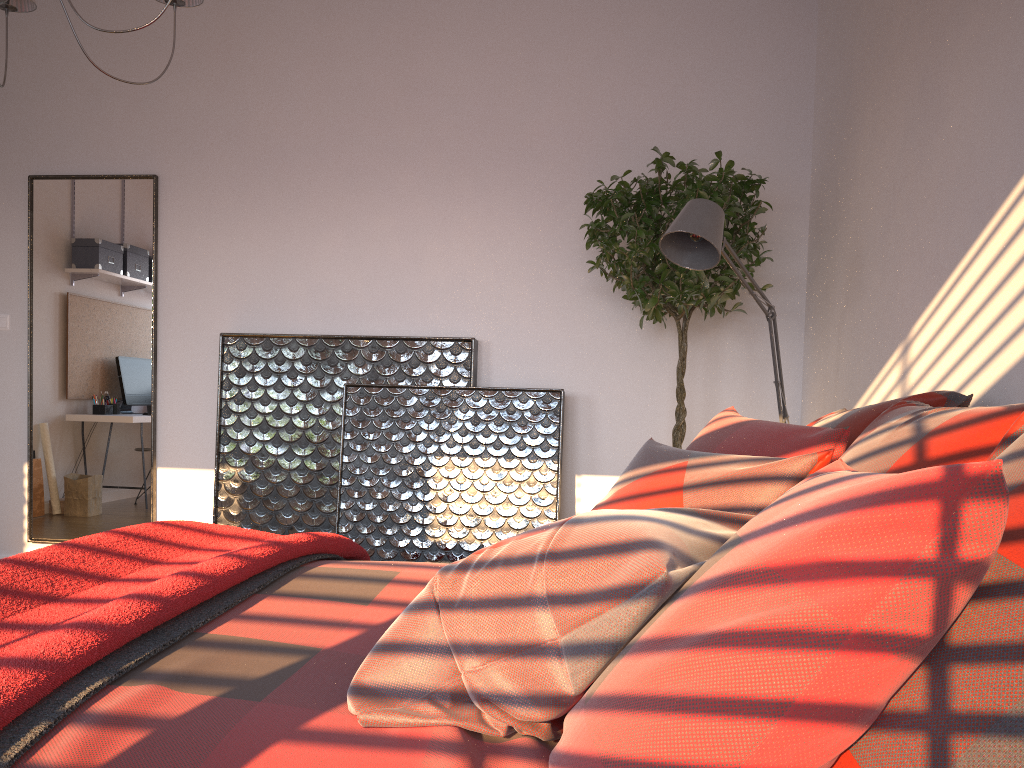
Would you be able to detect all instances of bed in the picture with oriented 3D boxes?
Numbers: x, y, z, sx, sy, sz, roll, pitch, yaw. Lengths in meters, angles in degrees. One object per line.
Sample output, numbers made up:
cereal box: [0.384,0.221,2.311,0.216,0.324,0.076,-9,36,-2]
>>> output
bed: [-0.254,0.625,1.728,2.313,0.771,2.034,2,0,7]

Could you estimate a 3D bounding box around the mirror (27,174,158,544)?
mirror: [-2.109,-0.110,4.463,0.683,1.859,0.065,2,3,7]

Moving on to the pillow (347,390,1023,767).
pillow: [0.360,0.354,1.626,1.144,0.735,2.140,2,0,6]

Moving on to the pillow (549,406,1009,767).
pillow: [0.404,0.328,1.700,0.527,0.552,1.812,2,0,8]

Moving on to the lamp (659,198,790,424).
lamp: [0.738,-0.002,2.982,0.788,1.129,0.279,0,3,-42]

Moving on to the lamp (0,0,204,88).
lamp: [-1.319,-1.402,2.174,1.246,1.081,1.099,2,1,8]

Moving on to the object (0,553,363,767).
object: [-1.056,0.703,1.830,1.121,0.569,2.503,2,0,8]

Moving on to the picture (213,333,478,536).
picture: [-0.806,0.395,4.228,1.248,1.255,0.171,2,3,7]

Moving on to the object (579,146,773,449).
object: [0.673,0.039,3.763,0.801,2.024,0.811,2,2,11]

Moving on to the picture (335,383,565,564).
picture: [-0.292,0.523,4.051,1.025,1.029,0.209,2,3,7]

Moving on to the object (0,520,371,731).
object: [-0.909,0.677,1.846,0.682,0.661,2.642,2,0,9]
